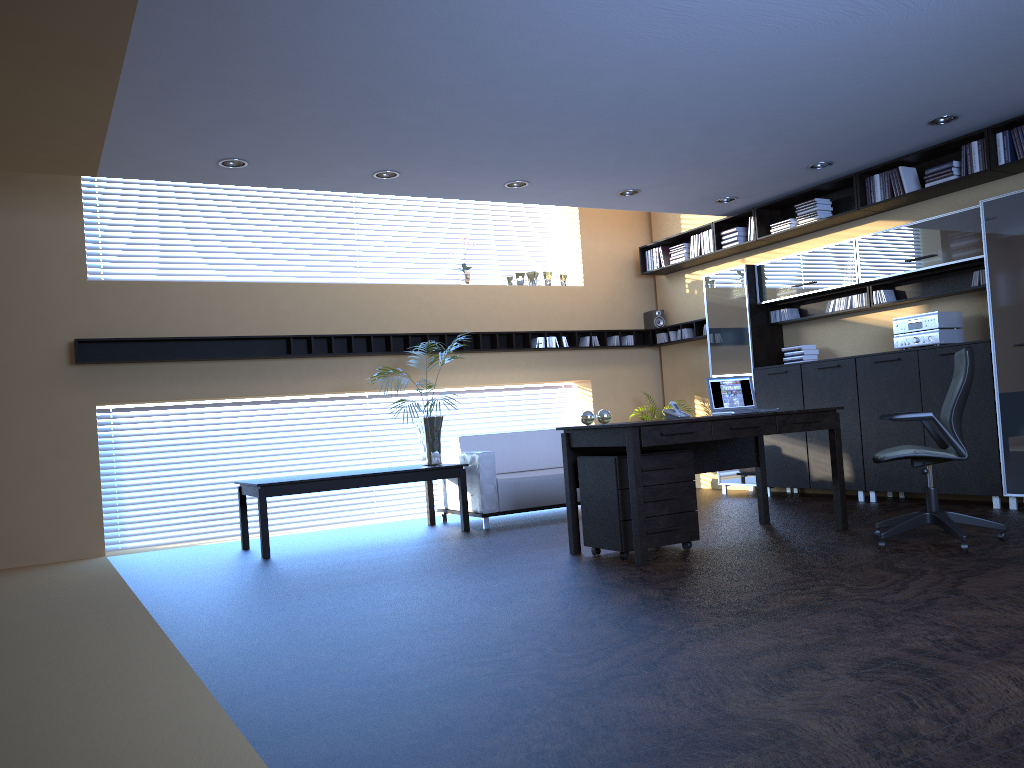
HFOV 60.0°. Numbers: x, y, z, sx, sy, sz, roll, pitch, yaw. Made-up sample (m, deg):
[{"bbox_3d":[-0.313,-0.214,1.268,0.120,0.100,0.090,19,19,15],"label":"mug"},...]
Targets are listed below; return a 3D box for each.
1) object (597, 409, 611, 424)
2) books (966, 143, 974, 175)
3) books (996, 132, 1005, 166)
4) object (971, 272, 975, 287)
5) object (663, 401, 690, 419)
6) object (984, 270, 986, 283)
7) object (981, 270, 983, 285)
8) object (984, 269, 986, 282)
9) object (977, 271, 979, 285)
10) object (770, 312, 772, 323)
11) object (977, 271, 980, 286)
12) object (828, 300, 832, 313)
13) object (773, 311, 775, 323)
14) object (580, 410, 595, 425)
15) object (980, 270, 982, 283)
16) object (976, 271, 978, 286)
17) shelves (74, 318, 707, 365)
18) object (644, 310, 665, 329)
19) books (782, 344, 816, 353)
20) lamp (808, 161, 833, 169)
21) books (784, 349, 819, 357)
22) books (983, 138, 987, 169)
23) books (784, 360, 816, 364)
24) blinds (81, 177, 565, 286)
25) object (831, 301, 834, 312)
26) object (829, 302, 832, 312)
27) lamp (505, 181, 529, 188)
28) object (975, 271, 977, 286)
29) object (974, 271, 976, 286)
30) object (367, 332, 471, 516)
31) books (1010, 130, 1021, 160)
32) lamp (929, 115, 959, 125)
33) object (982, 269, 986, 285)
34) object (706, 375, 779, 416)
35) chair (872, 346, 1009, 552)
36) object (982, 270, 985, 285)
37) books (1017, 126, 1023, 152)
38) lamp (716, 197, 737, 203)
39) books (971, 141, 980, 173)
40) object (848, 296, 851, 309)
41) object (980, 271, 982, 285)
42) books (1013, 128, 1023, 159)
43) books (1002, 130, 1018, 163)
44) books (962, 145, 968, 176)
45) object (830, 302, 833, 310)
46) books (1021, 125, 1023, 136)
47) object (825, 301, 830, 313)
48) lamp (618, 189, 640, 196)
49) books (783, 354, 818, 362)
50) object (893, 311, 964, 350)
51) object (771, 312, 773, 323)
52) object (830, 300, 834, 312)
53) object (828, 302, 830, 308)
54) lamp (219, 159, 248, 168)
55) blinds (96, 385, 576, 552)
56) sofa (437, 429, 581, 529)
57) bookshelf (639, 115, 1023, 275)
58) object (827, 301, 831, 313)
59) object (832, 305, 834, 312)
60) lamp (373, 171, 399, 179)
[{"bbox_3d":[0.659,0.234,6.350,0.105,0.105,0.105,-4,-2,-10],"label":"object"},{"bbox_3d":[3.758,-1.803,7.160,0.207,0.258,0.050,-3,-1,-28],"label":"books"},{"bbox_3d":[3.872,-1.821,6.927,0.207,0.258,0.050,-3,-1,-29],"label":"books"},{"bbox_3d":[3.833,-0.859,7.283,0.142,0.118,0.040,-3,-1,-29],"label":"object"},{"bbox_3d":[1.170,0.184,6.315,0.130,0.126,0.146,-3,-2,-44],"label":"object"},{"bbox_3d":[3.884,-0.868,7.189,0.142,0.120,0.009,-3,-1,-29],"label":"object"},{"bbox_3d":[3.869,-0.866,7.215,0.142,0.120,0.009,-3,-1,-28],"label":"object"},{"bbox_3d":[3.873,-0.868,7.172,0.140,0.118,0.006,-3,-1,-29],"label":"object"},{"bbox_3d":[3.846,-0.863,7.238,0.140,0.117,0.026,-3,-1,-29],"label":"object"},{"bbox_3d":[2.757,-0.697,9.254,0.142,0.120,0.009,-3,-1,-28],"label":"object"},{"bbox_3d":[3.853,-0.863,7.242,0.142,0.120,0.030,-3,-1,-29],"label":"object"},{"bbox_3d":[3.127,-0.750,8.580,0.142,0.113,0.059,-3,-2,-29],"label":"object"},{"bbox_3d":[2.772,-0.699,9.227,0.142,0.120,0.009,-3,-1,-28],"label":"object"},{"bbox_3d":[0.540,0.242,6.342,0.105,0.105,0.105,-4,-2,-10],"label":"object"},{"bbox_3d":[3.863,-0.865,7.212,0.140,0.118,0.006,-3,-1,-29],"label":"object"},{"bbox_3d":[3.850,-0.862,7.252,0.142,0.120,0.030,-3,-1,-29],"label":"object"},{"bbox_3d":[-0.786,-0.470,9.110,6.618,0.213,1.251,-3,-3,-29],"label":"shelves"},{"bbox_3d":[1.778,-0.793,11.052,0.159,0.229,0.254,-4,-2,-19],"label":"object"},{"bbox_3d":[2.885,-0.357,8.920,0.207,0.050,0.259,-3,-3,-29],"label":"books"},{"bbox_3d":[2.727,-1.979,7.849,0.208,0.096,0.209,-3,-3,-35],"label":"lamp"},{"bbox_3d":[2.908,-0.308,8.905,0.207,0.050,0.259,-3,-3,-28],"label":"books"},{"bbox_3d":[3.825,-1.814,7.019,0.207,0.258,0.050,-3,-1,-28],"label":"books"},{"bbox_3d":[2.902,-0.205,8.898,0.207,0.050,0.259,-3,-3,-28],"label":"books"},{"bbox_3d":[-1.747,-1.765,9.788,5.388,1.460,0.039,-3,-1,-29],"label":"blinds"},{"bbox_3d":[3.140,-0.752,8.552,0.140,0.110,0.055,-3,-2,-29],"label":"object"},{"bbox_3d":[3.129,-0.750,8.569,0.140,0.110,0.055,-3,-2,-29],"label":"object"},{"bbox_3d":[0.038,-1.788,7.750,0.209,0.096,0.208,-6,-3,31],"label":"lamp"},{"bbox_3d":[3.845,-0.862,7.261,0.142,0.120,0.030,-3,-1,-29],"label":"object"},{"bbox_3d":[3.840,-0.861,7.270,0.142,0.120,0.030,-3,-1,-29],"label":"object"},{"bbox_3d":[-0.905,0.471,8.903,1.039,1.858,1.897,-4,-2,-9],"label":"object"},{"bbox_3d":[3.947,-1.830,6.835,0.207,0.259,0.075,-3,-1,-28],"label":"books"},{"bbox_3d":[3.302,-2.067,6.791,0.208,0.096,0.209,-3,-3,-35],"label":"lamp"},{"bbox_3d":[3.869,-0.867,7.192,0.142,0.124,0.009,-3,-1,-29],"label":"object"},{"bbox_3d":[1.673,0.074,6.452,0.390,0.282,0.323,-4,-2,-19],"label":"object"},{"bbox_3d":[2.667,0.392,5.609,0.769,1.215,0.832,-5,-2,18],"label":"chair"},{"bbox_3d":[3.866,-0.867,7.191,0.142,0.120,0.009,-3,-1,-29],"label":"object"},{"bbox_3d":[3.962,-1.834,6.771,0.207,0.259,0.075,-3,-1,-28],"label":"books"},{"bbox_3d":[2.152,-1.892,8.907,0.208,0.096,0.209,-4,-2,-11],"label":"lamp"},{"bbox_3d":[3.775,-1.806,7.111,0.207,0.258,0.050,-3,-1,-29],"label":"books"},{"bbox_3d":[3.236,-0.770,8.373,0.140,0.116,0.036,-3,-1,-29],"label":"object"},{"bbox_3d":[3.862,-0.865,7.223,0.142,0.120,0.009,-3,-1,-29],"label":"object"},{"bbox_3d":[3.943,-1.832,6.797,0.207,0.259,0.075,-3,-1,-29],"label":"books"},{"bbox_3d":[3.897,-1.825,6.882,0.207,0.258,0.050,-3,-1,-29],"label":"books"},{"bbox_3d":[3.730,-1.798,7.206,0.207,0.260,0.055,-3,-1,-28],"label":"books"},{"bbox_3d":[3.138,-0.751,8.563,0.142,0.113,0.059,-3,-2,-29],"label":"object"},{"bbox_3d":[3.974,-1.836,6.742,0.207,0.259,0.075,-3,-1,-29],"label":"books"},{"bbox_3d":[3.108,-0.747,8.604,0.142,0.113,0.059,-3,-2,-29],"label":"object"},{"bbox_3d":[1.095,-1.840,8.329,0.209,0.096,0.208,-6,-3,43],"label":"lamp"},{"bbox_3d":[2.898,-0.256,8.911,0.207,0.050,0.259,-3,-3,-28],"label":"books"},{"bbox_3d":[3.536,-0.449,7.546,0.363,0.281,0.431,-3,-2,-29],"label":"object"},{"bbox_3d":[2.763,-0.698,9.245,0.140,0.118,0.006,-3,-1,-29],"label":"object"},{"bbox_3d":[3.138,-0.751,8.562,0.140,0.110,0.055,-3,-2,-29],"label":"object"},{"bbox_3d":[3.122,-0.748,8.600,0.142,0.113,0.059,-3,-2,-28],"label":"object"},{"bbox_3d":[-2.076,-1.684,6.593,0.209,0.096,0.208,-3,-3,-29],"label":"lamp"},{"bbox_3d":[-1.560,0.803,9.745,5.388,1.366,0.047,-3,-1,-29],"label":"blinds"},{"bbox_3d":[0.369,0.886,8.960,2.055,0.848,1.016,-3,-2,-29],"label":"sofa"},{"bbox_3d":[2.944,-1.697,8.684,0.361,0.340,5.131,-3,-3,-29],"label":"bookshelf"},{"bbox_3d":[3.122,-0.749,8.589,0.142,0.113,0.059,-3,-2,-29],"label":"object"},{"bbox_3d":[3.146,-0.752,8.556,0.142,0.113,0.059,-3,-2,-29],"label":"object"},{"bbox_3d":[-1.019,-1.736,7.172,0.209,0.096,0.208,-6,-3,31],"label":"lamp"}]
